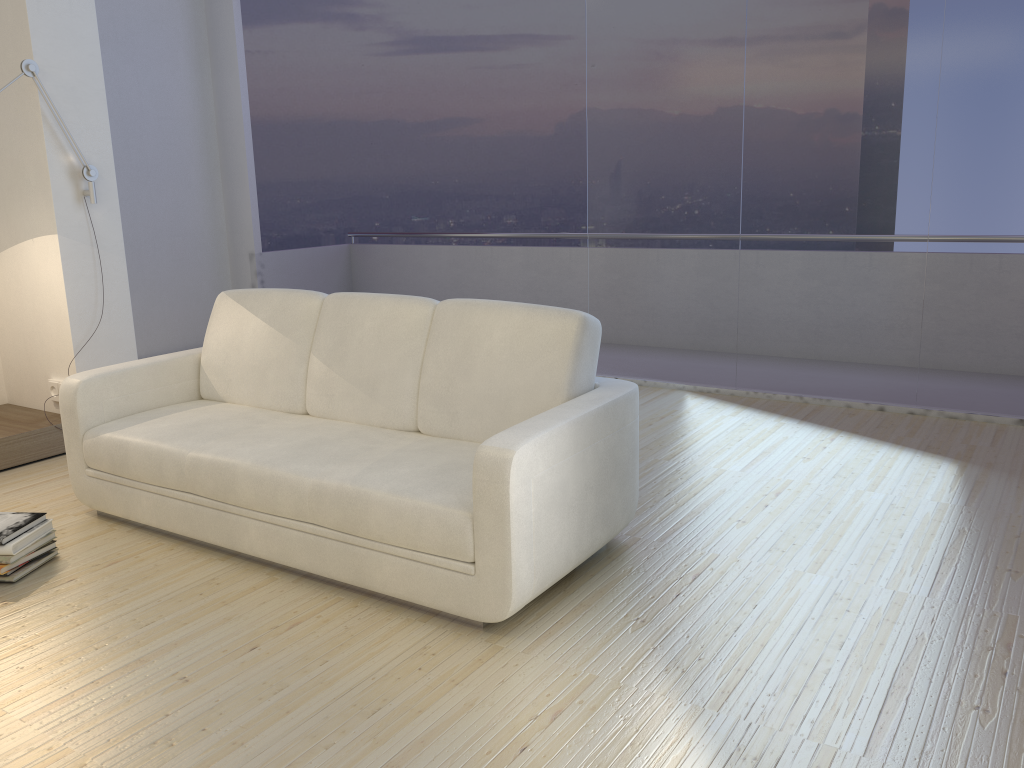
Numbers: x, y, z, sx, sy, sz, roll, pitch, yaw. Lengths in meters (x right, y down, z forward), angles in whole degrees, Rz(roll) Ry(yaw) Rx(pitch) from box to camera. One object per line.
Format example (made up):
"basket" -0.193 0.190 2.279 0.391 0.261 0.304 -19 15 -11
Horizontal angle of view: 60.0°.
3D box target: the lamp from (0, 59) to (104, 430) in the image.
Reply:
"lamp" -2.328 -0.559 4.141 0.204 1.841 0.891 5 14 28

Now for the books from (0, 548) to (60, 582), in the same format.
"books" -1.810 0.628 3.101 0.328 0.018 0.247 0 13 8

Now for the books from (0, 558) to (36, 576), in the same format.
"books" -1.817 0.610 3.098 0.287 0.018 0.247 0 13 7

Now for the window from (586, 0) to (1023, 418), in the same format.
"window" 1.726 -1.247 4.761 2.988 2.706 0.012 7 15 32

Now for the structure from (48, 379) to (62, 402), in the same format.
"structure" -2.310 0.041 4.544 0.206 0.114 0.028 7 15 32

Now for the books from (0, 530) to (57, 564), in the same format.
"books" -1.812 0.563 3.087 0.328 0.027 0.247 0 13 8

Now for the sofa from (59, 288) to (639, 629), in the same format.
"sofa" -0.664 0.119 3.347 2.166 0.862 0.941 7 15 32

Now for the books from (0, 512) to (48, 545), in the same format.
"books" -1.820 0.500 3.074 0.287 0.025 0.247 0 13 7

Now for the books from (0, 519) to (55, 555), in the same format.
"books" -1.813 0.531 3.080 0.319 0.038 0.247 -1 13 4

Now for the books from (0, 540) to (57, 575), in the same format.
"books" -1.793 0.590 3.087 0.287 0.025 0.247 2 13 17
